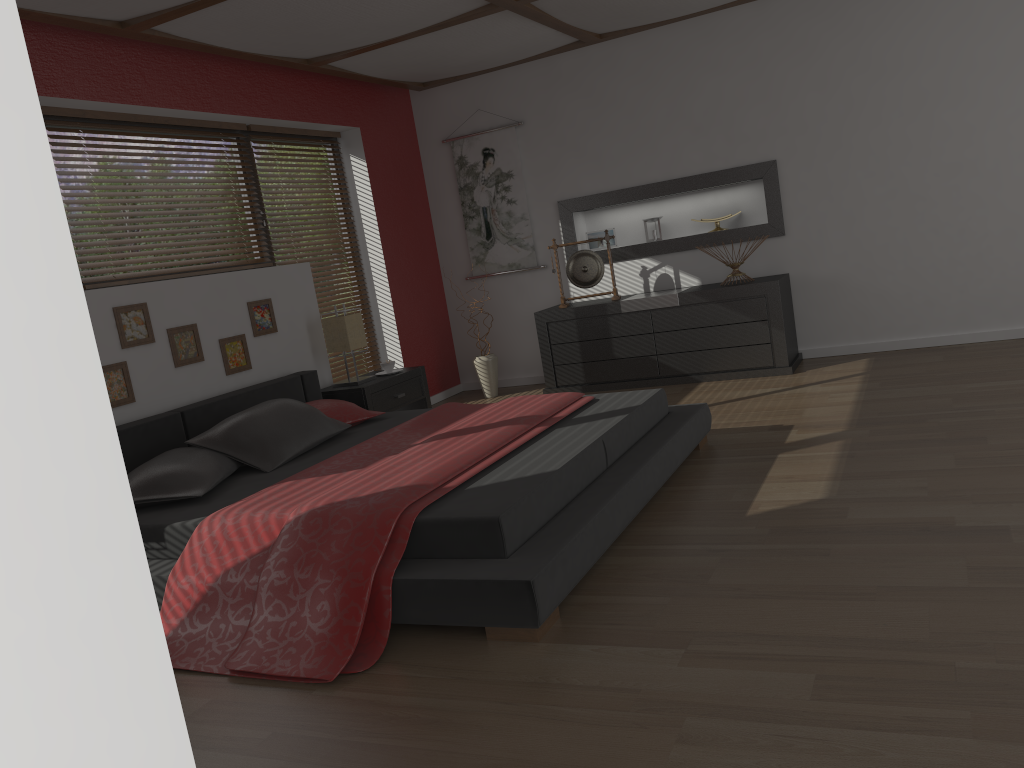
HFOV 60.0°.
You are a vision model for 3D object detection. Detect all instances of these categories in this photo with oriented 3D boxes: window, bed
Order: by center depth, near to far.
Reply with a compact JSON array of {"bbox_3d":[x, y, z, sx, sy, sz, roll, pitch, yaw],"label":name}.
[{"bbox_3d":[-0.647,0.339,3.715,2.413,0.577,2.469,-5,9,26],"label":"bed"},{"bbox_3d":[-2.247,-0.877,4.335,0.020,0.786,2.817,-5,9,26],"label":"window"},{"bbox_3d":[-1.354,-0.738,6.145,0.020,1.893,0.889,-5,9,26],"label":"window"}]

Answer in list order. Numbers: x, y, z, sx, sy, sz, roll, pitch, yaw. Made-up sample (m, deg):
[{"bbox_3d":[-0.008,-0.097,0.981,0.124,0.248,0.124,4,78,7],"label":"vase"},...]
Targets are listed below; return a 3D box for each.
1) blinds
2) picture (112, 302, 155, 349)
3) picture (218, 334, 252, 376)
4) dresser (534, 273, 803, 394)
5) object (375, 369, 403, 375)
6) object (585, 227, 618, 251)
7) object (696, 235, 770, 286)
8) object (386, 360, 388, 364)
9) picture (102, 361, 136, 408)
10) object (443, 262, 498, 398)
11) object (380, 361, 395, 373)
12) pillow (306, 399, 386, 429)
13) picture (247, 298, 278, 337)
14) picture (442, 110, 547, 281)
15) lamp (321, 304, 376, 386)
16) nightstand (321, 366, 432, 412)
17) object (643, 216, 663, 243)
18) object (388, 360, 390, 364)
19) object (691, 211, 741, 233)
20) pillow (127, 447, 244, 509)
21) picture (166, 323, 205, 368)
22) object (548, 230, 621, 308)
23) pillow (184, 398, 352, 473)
[{"bbox_3d":[-2.092,-0.318,4.386,0.032,1.952,4.840,-5,9,26],"label":"blinds"},{"bbox_3d":[-1.822,-0.283,4.279,0.010,0.200,0.200,-5,9,26],"label":"picture"},{"bbox_3d":[-1.520,-0.162,4.877,0.010,0.200,0.200,-5,9,26],"label":"picture"},{"bbox_3d":[1.069,-0.336,6.221,1.740,0.608,0.540,-5,9,26],"label":"dresser"},{"bbox_3d":[-0.785,-0.073,5.680,0.179,0.012,0.179,-16,11,-38],"label":"object"},{"bbox_3d":[0.676,-1.093,6.705,0.226,0.146,0.041,-9,8,6],"label":"object"},{"bbox_3d":[1.484,-0.813,5.909,0.481,0.282,0.481,-11,8,-8],"label":"object"},{"bbox_3d":[-0.800,-0.142,5.676,0.007,0.007,0.192,-11,8,-9],"label":"object"},{"bbox_3d":[-1.861,0.008,4.142,0.010,0.200,0.200,-5,9,26],"label":"picture"},{"bbox_3d":[-0.269,-0.395,6.657,0.364,1.035,0.422,-9,8,1],"label":"object"},{"bbox_3d":[-0.791,-0.105,5.675,0.099,0.069,0.099,-16,11,-38],"label":"object"},{"bbox_3d":[-1.060,0.194,4.543,0.418,0.172,0.745,-1,12,45],"label":"pillow"},{"bbox_3d":[-1.434,-0.383,5.098,0.010,0.200,0.200,-5,9,26],"label":"picture"},{"bbox_3d":[-0.156,-1.478,6.862,0.701,1.270,0.028,-5,9,26],"label":"picture"},{"bbox_3d":[-1.018,-0.251,5.457,0.200,0.480,0.200,-5,9,26],"label":"lamp"},{"bbox_3d":[-0.857,0.172,5.611,0.413,0.423,0.700,-5,9,26],"label":"nightstand"},{"bbox_3d":[1.051,-1.141,6.557,0.159,0.171,0.159,-12,9,-15],"label":"object"},{"bbox_3d":[-0.784,-0.143,5.659,0.007,0.007,0.192,-10,8,-4],"label":"object"},{"bbox_3d":[1.468,-1.151,6.342,0.350,0.116,0.181,-7,9,16],"label":"object"},{"bbox_3d":[-1.388,0.373,3.710,0.418,0.172,0.745,-9,8,1],"label":"pillow"},{"bbox_3d":[-1.677,-0.199,4.561,0.010,0.200,0.200,-5,9,26],"label":"picture"},{"bbox_3d":[0.522,-0.825,6.339,0.490,0.498,0.173,-8,8,11],"label":"object"},{"bbox_3d":[-1.108,0.212,4.120,0.386,0.241,0.744,-6,9,21],"label":"pillow"}]
